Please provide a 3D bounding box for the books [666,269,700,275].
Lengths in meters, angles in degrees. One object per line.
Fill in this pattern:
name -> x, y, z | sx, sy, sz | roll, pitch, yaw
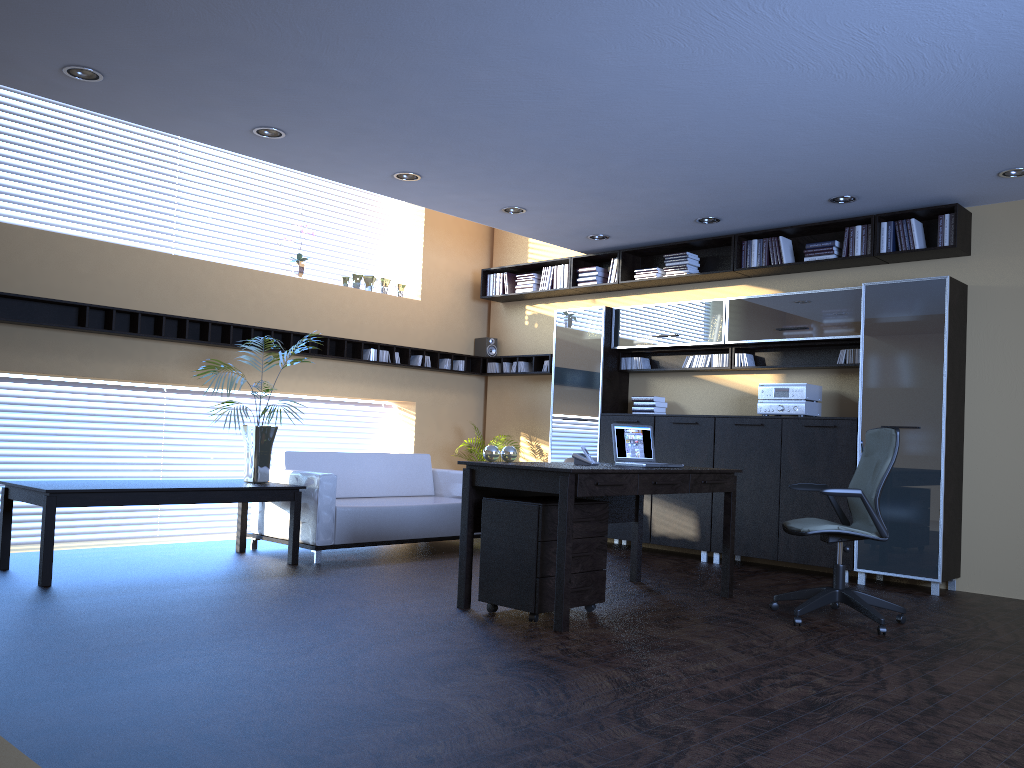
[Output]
books -> 1.657, -1.066, 8.575 | 0.258, 0.028, 0.208 | -1, -5, 44

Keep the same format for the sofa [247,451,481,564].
sofa -> -1.179, 1.054, 7.975 | 1.014, 0.847, 2.059 | 0, -4, 43

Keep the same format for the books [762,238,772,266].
books -> 2.318, -1.160, 7.963 | 0.050, 0.258, 0.208 | 1, -3, 43

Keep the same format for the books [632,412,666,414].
books -> 1.354, 0.304, 8.749 | 0.258, 0.050, 0.208 | -1, -5, 44

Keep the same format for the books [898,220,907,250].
books -> 3.177, -1.173, 7.141 | 0.075, 0.259, 0.208 | 1, -3, 43

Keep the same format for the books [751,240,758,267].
books -> 2.239, -1.159, 8.031 | 0.050, 0.258, 0.208 | 1, -3, 43

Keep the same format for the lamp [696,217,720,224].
lamp -> 1.721, -1.478, 7.768 | 0.209, 0.096, 0.208 | 0, -4, 37

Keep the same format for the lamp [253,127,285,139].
lamp -> -1.627, -1.729, 5.950 | 0.209, 0.096, 0.208 | 2, -3, 13

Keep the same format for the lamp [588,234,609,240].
lamp -> 0.840, -1.466, 8.592 | 0.208, 0.096, 0.209 | 4, -4, -29

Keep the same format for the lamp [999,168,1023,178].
lamp -> 3.483, -1.502, 6.122 | 0.208, 0.096, 0.209 | 4, -4, -29

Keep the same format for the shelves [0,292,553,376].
shelves -> -2.156, -0.442, 7.813 | 1.249, 0.213, 6.630 | -1, -5, 43

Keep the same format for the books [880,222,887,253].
books -> 3.068, -1.172, 7.242 | 0.050, 0.258, 0.208 | 1, -3, 43

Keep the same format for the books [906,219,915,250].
books -> 3.224, -1.174, 7.098 | 0.075, 0.259, 0.208 | 1, -3, 43

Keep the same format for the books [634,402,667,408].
books -> 1.370, 0.203, 8.761 | 0.258, 0.050, 0.208 | -1, -5, 43

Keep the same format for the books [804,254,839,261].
books -> 2.680, -1.060, 7.623 | 0.258, 0.050, 0.208 | -1, -5, 42

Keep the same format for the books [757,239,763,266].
books -> 2.281, -1.159, 8.000 | 0.050, 0.258, 0.208 | 1, -3, 43

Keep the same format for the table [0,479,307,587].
table -> -2.578, 1.029, 6.472 | 0.897, 0.602, 1.897 | 0, -4, 43

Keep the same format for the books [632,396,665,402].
books -> 1.349, 0.152, 8.770 | 0.258, 0.050, 0.208 | -1, -5, 42

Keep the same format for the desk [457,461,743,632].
desk -> 0.626, 0.980, 5.795 | 0.914, 0.889, 1.897 | 0, -4, 43

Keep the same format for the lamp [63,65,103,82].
lamp -> -2.449, -1.817, 5.069 | 0.208, 0.096, 0.209 | -1, -4, 43

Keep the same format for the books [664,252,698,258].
books -> 1.637, -1.238, 8.596 | 0.258, 0.028, 0.208 | -1, -5, 43

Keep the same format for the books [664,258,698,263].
books -> 1.641, -1.181, 8.588 | 0.258, 0.028, 0.208 | -1, -5, 42

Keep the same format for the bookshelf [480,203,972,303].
bookshelf -> 1.634, -1.169, 8.618 | 5.124, 0.340, 0.362 | -1, -4, 43

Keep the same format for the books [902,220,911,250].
books -> 3.203, -1.173, 7.123 | 0.075, 0.259, 0.208 | 0, -3, 44

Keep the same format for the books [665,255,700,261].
books -> 1.649, -1.210, 8.578 | 0.258, 0.028, 0.208 | -1, -5, 42

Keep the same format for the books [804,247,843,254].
books -> 2.676, -1.134, 7.621 | 0.258, 0.031, 0.208 | -1, -5, 42

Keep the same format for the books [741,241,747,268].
books -> 2.166, -1.158, 8.106 | 0.050, 0.258, 0.208 | 1, -3, 44

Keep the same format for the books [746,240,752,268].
books -> 2.204, -1.159, 8.070 | 0.050, 0.258, 0.208 | 1, -3, 43

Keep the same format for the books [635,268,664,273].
books -> 1.387, -1.119, 8.828 | 0.258, 0.028, 0.208 | -1, -5, 42

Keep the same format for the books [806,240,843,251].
books -> 2.688, -1.176, 7.603 | 0.258, 0.050, 0.208 | -1, -5, 43

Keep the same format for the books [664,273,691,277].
books -> 1.634, -1.038, 8.581 | 0.258, 0.028, 0.208 | -1, -5, 43

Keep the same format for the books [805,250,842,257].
books -> 2.684, -1.103, 7.612 | 0.258, 0.031, 0.208 | -1, -5, 43

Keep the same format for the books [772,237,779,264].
books -> 2.386, -1.161, 7.895 | 0.075, 0.259, 0.208 | 1, -3, 43

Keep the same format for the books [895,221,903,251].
books -> 3.168, -1.171, 7.179 | 0.075, 0.259, 0.208 | 0, -3, 44

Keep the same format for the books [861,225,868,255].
books -> 2.957, -1.170, 7.351 | 0.050, 0.258, 0.208 | 1, -3, 43

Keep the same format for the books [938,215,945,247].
books -> 3.397, -1.175, 6.956 | 0.050, 0.258, 0.208 | 1, -3, 42

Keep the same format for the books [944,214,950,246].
books -> 3.423, -1.176, 6.918 | 0.036, 0.258, 0.208 | 1, -3, 43

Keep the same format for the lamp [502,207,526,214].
lamp -> 0.018, -1.554, 7.711 | 0.209, 0.096, 0.208 | 1, -4, 25

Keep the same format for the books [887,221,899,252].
books -> 3.106, -1.172, 7.207 | 0.050, 0.258, 0.208 | 1, -3, 43

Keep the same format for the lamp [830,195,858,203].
lamp -> 2.602, -1.490, 6.945 | 0.209, 0.096, 0.208 | 0, -4, 37

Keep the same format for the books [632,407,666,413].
books -> 1.352, 0.253, 8.761 | 0.258, 0.050, 0.208 | -1, -5, 43

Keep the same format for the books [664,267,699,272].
books -> 1.643, -1.094, 8.588 | 0.258, 0.028, 0.208 | -1, -5, 43

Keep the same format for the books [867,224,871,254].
books -> 2.994, -1.170, 7.315 | 0.050, 0.258, 0.208 | 1, -3, 43

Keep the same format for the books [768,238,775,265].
books -> 2.363, -1.161, 7.917 | 0.075, 0.259, 0.208 | 0, -3, 44

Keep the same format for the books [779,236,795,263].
books -> 2.434, -1.163, 7.833 | 0.072, 0.257, 0.208 | 1, -3, 43

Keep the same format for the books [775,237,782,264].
books -> 2.407, -1.160, 7.870 | 0.072, 0.257, 0.208 | 0, -3, 44

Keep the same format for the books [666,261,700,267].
books -> 1.655, -1.152, 8.588 | 0.258, 0.028, 0.208 | -1, -5, 43

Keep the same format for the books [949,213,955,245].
books -> 3.456, -1.177, 6.887 | 0.050, 0.258, 0.208 | 1, -3, 43

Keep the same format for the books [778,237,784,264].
books -> 2.434, -1.161, 7.867 | 0.072, 0.257, 0.208 | 1, -3, 43

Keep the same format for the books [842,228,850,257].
books -> 2.845, -1.167, 7.462 | 0.055, 0.260, 0.208 | 1, -3, 43

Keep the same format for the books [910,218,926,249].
books -> 3.246, -1.174, 7.076 | 0.075, 0.259, 0.208 | 1, -3, 42

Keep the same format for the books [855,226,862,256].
books -> 2.919, -1.169, 7.386 | 0.050, 0.258, 0.208 | 1, -3, 43

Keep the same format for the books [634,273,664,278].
books -> 1.383, -1.064, 8.811 | 0.258, 0.028, 0.208 | -1, -5, 44

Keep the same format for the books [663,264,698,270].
books -> 1.637, -1.122, 8.613 | 0.258, 0.028, 0.208 | -1, -5, 42

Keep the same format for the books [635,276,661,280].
books -> 1.387, -1.035, 8.801 | 0.258, 0.028, 0.208 | -1, -5, 44

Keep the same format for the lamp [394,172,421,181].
lamp -> -0.804, -1.642, 6.830 | 0.209, 0.096, 0.208 | 2, -3, 13

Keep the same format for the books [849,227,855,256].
books -> 2.887, -1.168, 7.428 | 0.050, 0.258, 0.208 | 1, -3, 43
